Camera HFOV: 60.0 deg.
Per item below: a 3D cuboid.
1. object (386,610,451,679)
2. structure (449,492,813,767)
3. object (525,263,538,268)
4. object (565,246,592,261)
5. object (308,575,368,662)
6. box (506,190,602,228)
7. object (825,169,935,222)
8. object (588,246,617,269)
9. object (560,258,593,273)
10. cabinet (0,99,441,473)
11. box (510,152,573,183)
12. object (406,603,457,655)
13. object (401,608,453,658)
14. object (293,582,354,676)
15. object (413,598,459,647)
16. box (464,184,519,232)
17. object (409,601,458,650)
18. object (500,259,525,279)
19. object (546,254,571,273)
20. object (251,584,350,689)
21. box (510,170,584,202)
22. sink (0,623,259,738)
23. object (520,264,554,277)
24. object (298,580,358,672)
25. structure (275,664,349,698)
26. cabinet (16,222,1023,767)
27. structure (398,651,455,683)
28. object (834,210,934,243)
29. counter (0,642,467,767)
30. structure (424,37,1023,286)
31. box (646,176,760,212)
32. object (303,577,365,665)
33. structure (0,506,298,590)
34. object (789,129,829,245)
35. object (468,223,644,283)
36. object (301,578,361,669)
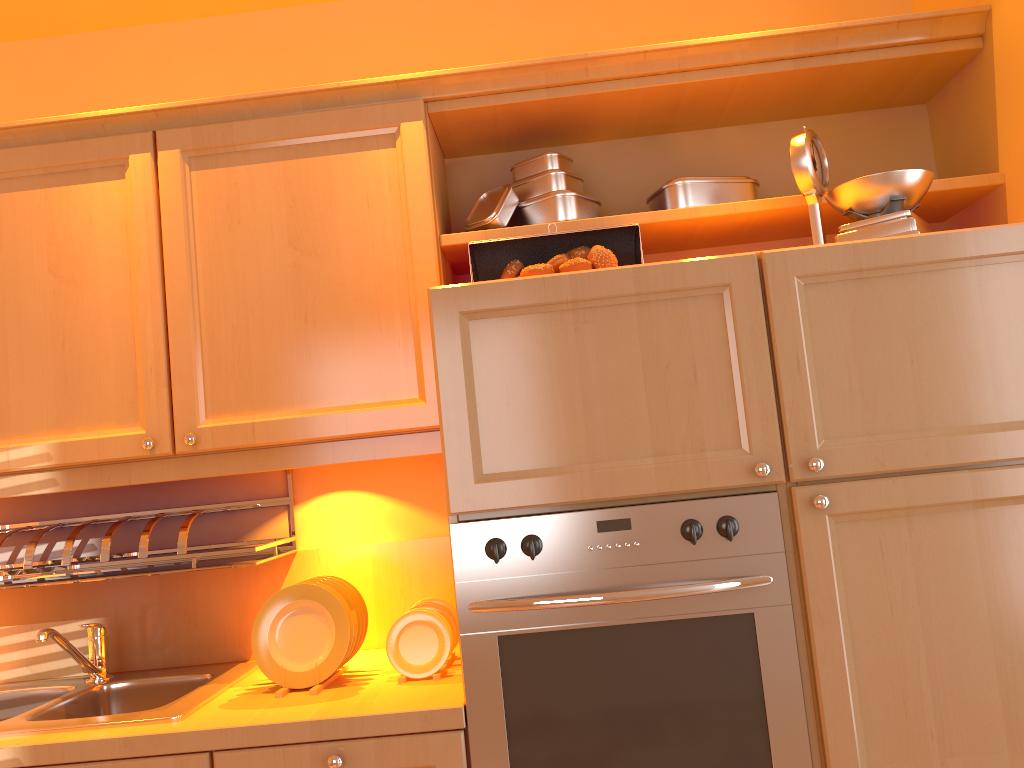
[{"bbox_3d":[-0.188,0.521,1.780,0.133,0.129,0.037,-6,-5,3],"label":"object"},{"bbox_3d":[0.203,0.505,1.511,0.576,0.583,0.066,-6,-5,3],"label":"structure"},{"bbox_3d":[0.052,-0.221,1.851,0.069,0.061,0.037,-4,-6,-14],"label":"object"},{"bbox_3d":[0.142,-0.258,1.795,0.061,0.047,0.063,-1,-7,-39],"label":"object"},{"bbox_3d":[-0.413,0.521,1.935,0.205,0.200,0.049,-6,-6,4],"label":"object"},{"bbox_3d":[0.084,-0.376,2.079,0.242,0.090,0.169,-10,-7,38],"label":"box"},{"bbox_3d":[0.716,-0.346,1.720,0.199,0.075,0.199,-3,-6,-28],"label":"object"},{"bbox_3d":[0.180,-0.241,1.741,0.066,0.064,0.045,-2,-7,-36],"label":"object"},{"bbox_3d":[0.124,-0.227,1.727,0.065,0.036,0.062,-7,-6,15],"label":"object"},{"bbox_3d":[-1.040,-0.158,2.084,1.792,0.712,0.332,-6,-5,3],"label":"cabinet"},{"bbox_3d":[0.071,-0.498,2.091,0.140,0.052,0.098,-10,-7,38],"label":"box"},{"bbox_3d":[-0.182,0.529,1.862,0.133,0.129,0.037,-6,-5,3],"label":"object"},{"bbox_3d":[-0.186,0.524,1.808,0.133,0.129,0.037,-6,-5,3],"label":"object"},{"bbox_3d":[-0.425,0.511,1.824,0.205,0.200,0.049,-6,-6,4],"label":"object"},{"bbox_3d":[-0.176,0.536,1.945,0.133,0.129,0.037,-6,-6,5],"label":"object"},{"bbox_3d":[-0.046,-0.389,2.010,0.098,0.129,0.117,-10,-7,38],"label":"box"},{"bbox_3d":[-0.180,0.531,1.890,0.133,0.129,0.037,-6,-5,3],"label":"object"},{"bbox_3d":[0.000,-0.219,1.812,0.055,0.064,0.069,-6,-6,7],"label":"object"},{"bbox_3d":[0.094,-0.229,1.778,0.065,0.056,0.056,-4,-6,-13],"label":"object"},{"bbox_3d":[-0.428,0.509,1.796,0.205,0.200,0.049,-6,-6,4],"label":"object"},{"bbox_3d":[0.077,-0.444,2.085,0.177,0.066,0.124,-10,-7,38],"label":"box"},{"bbox_3d":[-0.962,0.682,1.866,0.746,0.336,0.465,-6,-5,3],"label":"sink"},{"bbox_3d":[0.049,-0.217,1.735,0.066,0.034,0.069,-8,-6,21],"label":"object"},{"bbox_3d":[-0.422,0.513,1.851,0.205,0.200,0.049,-6,-6,4],"label":"object"},{"bbox_3d":[-0.410,0.613,1.837,0.084,0.010,0.219,-6,-6,6],"label":"structure"},{"bbox_3d":[-0.356,0.720,1.820,3.000,1.700,0.625,-6,-5,3],"label":"cabinet"},{"bbox_3d":[-0.175,0.592,1.857,0.084,0.010,0.219,-6,-5,4],"label":"structure"},{"bbox_3d":[0.722,-0.282,1.713,0.156,0.053,0.179,-10,-7,37],"label":"object"},{"bbox_3d":[-0.960,0.695,1.867,1.800,0.038,0.600,-6,-5,3],"label":"counter"},{"bbox_3d":[-0.841,-0.463,1.366,4.091,1.148,1.061,-3,-6,-24],"label":"structure"},{"bbox_3d":[0.445,-0.414,2.057,0.242,0.090,0.169,-4,-6,-16],"label":"box"},{"bbox_3d":[-0.416,0.518,1.907,0.205,0.200,0.049,-6,-6,4],"label":"object"},{"bbox_3d":[-0.985,0.381,2.048,0.900,0.126,0.300,-6,-5,3],"label":"structure"},{"bbox_3d":[0.614,-0.380,1.797,0.039,0.271,0.134,-10,-7,37],"label":"object"},{"bbox_3d":[0.090,-0.246,1.807,0.400,0.123,0.280,-6,-5,3],"label":"object"},{"bbox_3d":[-0.419,0.516,1.879,0.205,0.200,0.049,-6,-6,4],"label":"object"}]
